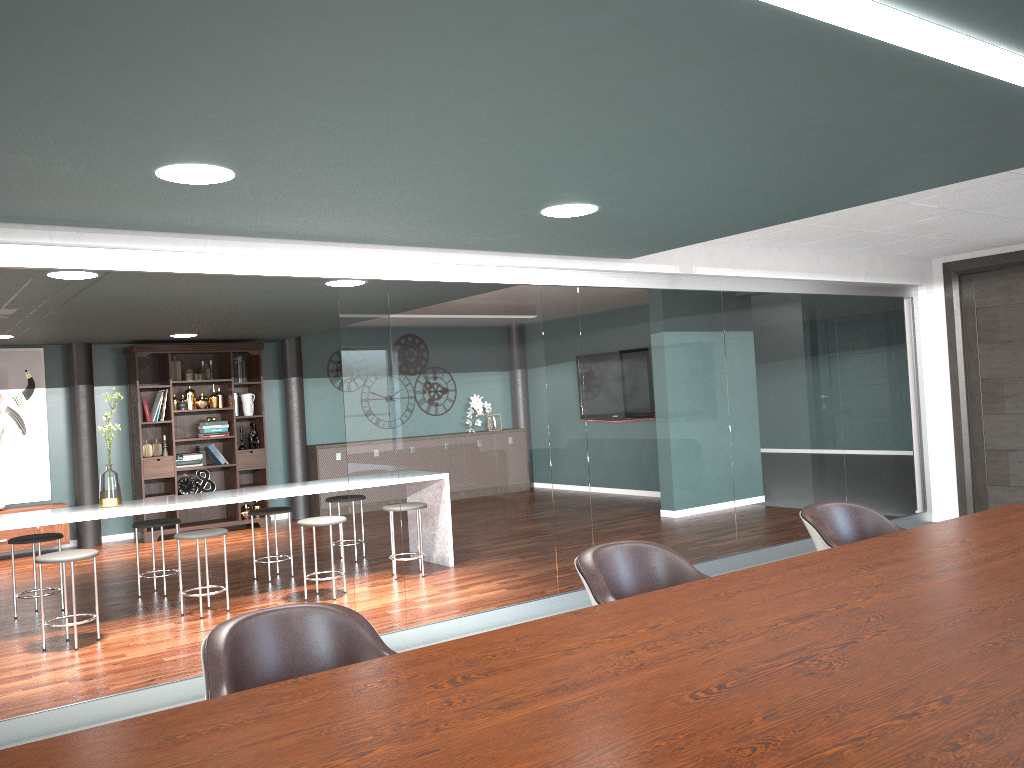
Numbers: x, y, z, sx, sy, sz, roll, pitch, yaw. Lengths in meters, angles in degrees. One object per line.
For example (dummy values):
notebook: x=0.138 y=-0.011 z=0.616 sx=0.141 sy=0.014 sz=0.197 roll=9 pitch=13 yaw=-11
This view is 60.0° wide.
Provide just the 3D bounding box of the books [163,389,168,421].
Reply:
books: x=-3.616 y=0.222 z=9.186 sx=0.062 sy=0.322 sz=0.197 roll=-3 pitch=-1 yaw=-36

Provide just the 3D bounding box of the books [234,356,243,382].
books: x=-2.983 y=-0.152 z=9.668 sx=0.027 sy=0.286 sz=0.184 roll=-3 pitch=-1 yaw=-36

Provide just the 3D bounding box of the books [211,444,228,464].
books: x=-3.150 y=0.747 z=9.481 sx=0.166 sy=0.228 sz=0.205 roll=-3 pitch=-1 yaw=-36

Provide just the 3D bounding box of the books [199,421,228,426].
books: x=-3.196 y=0.423 z=9.494 sx=0.248 sy=0.042 sz=0.194 roll=-3 pitch=-1 yaw=-36

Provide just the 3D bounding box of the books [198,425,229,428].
books: x=-3.196 y=0.452 z=9.485 sx=0.268 sy=0.016 sz=0.205 roll=-3 pitch=-1 yaw=-36

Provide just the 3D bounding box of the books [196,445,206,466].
books: x=-3.313 y=0.762 z=9.446 sx=0.063 sy=0.214 sz=0.139 roll=-3 pitch=-1 yaw=-36

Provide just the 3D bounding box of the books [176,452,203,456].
books: x=-3.409 y=0.735 z=9.292 sx=0.268 sy=0.016 sz=0.205 roll=-3 pitch=-1 yaw=-36

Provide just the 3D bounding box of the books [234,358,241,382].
books: x=-3.001 y=-0.142 z=9.654 sx=0.016 sy=0.268 sz=0.205 roll=-3 pitch=-1 yaw=-36

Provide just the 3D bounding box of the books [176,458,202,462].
books: x=-3.416 y=0.794 z=9.284 sx=0.268 sy=0.016 sz=0.205 roll=-3 pitch=-1 yaw=-36

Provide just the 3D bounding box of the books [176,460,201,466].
books: x=-3.414 y=0.823 z=9.283 sx=0.248 sy=0.042 sz=0.194 roll=-3 pitch=-1 yaw=-36

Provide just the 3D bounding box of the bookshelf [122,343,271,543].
bookshelf: x=-3.317 y=0.583 z=9.411 sx=1.339 sy=1.984 sz=0.482 roll=-3 pitch=-1 yaw=-36

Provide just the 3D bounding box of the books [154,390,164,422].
books: x=-3.655 y=0.227 z=9.163 sx=0.090 sy=0.316 sz=0.197 roll=-3 pitch=-1 yaw=-36

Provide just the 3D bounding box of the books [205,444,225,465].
books: x=-3.177 y=0.750 z=9.461 sx=0.176 sy=0.227 sz=0.194 roll=-3 pitch=-1 yaw=-36

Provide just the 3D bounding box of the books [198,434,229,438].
books: x=-3.191 y=0.555 z=9.490 sx=0.268 sy=0.016 sz=0.205 roll=-3 pitch=-1 yaw=-36

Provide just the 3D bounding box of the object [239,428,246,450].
object: x=-2.932 y=0.597 z=9.624 sx=0.077 sy=0.228 sz=0.077 roll=-4 pitch=-1 yaw=37

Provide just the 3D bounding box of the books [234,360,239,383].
books: x=-3.025 y=-0.130 z=9.636 sx=0.042 sy=0.248 sz=0.194 roll=-3 pitch=-1 yaw=-36

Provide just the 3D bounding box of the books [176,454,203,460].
books: x=-3.398 y=0.764 z=9.298 sx=0.248 sy=0.042 sz=0.194 roll=-3 pitch=-1 yaw=-36

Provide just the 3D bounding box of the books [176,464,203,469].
books: x=-3.410 y=0.859 z=9.285 sx=0.286 sy=0.027 sz=0.184 roll=-3 pitch=-1 yaw=-36

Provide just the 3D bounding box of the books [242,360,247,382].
books: x=-2.952 y=-0.133 z=9.688 sx=0.042 sy=0.248 sz=0.194 roll=-3 pitch=-1 yaw=-36

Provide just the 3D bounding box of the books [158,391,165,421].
books: x=-3.638 y=0.229 z=9.175 sx=0.063 sy=0.309 sz=0.210 roll=-3 pitch=-1 yaw=-36

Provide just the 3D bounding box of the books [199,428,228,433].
books: x=-3.194 y=0.497 z=9.491 sx=0.248 sy=0.042 sz=0.194 roll=-3 pitch=-1 yaw=-36

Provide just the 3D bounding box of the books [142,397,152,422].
books: x=-3.765 y=0.265 z=9.085 sx=0.084 sy=0.252 sz=0.194 roll=-3 pitch=-1 yaw=-36

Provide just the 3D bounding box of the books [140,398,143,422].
books: x=-3.816 y=0.269 z=9.048 sx=0.042 sy=0.248 sz=0.194 roll=-3 pitch=-1 yaw=-36

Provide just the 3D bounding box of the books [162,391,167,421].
books: x=-3.625 y=0.228 z=9.183 sx=0.063 sy=0.309 sz=0.210 roll=-3 pitch=-1 yaw=-36

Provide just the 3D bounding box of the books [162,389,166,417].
books: x=-3.629 y=0.222 z=9.178 sx=0.062 sy=0.322 sz=0.197 roll=-3 pitch=-1 yaw=-36

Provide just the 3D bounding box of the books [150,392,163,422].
books: x=-3.677 y=0.237 z=9.153 sx=0.115 sy=0.296 sz=0.210 roll=-3 pitch=-1 yaw=-36

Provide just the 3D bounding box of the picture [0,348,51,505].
picture: x=-5.031 y=0.416 z=8.529 sx=1.002 sy=1.512 sz=0.031 roll=-3 pitch=-1 yaw=-36

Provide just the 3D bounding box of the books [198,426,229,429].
books: x=-3.196 y=0.468 z=9.492 sx=0.268 sy=0.016 sz=0.205 roll=-3 pitch=-1 yaw=-36

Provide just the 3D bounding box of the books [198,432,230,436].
books: x=-3.190 y=0.533 z=9.493 sx=0.286 sy=0.027 sz=0.184 roll=-3 pitch=-1 yaw=-36

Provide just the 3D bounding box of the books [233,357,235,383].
books: x=-3.055 y=-0.148 z=9.616 sx=0.027 sy=0.286 sz=0.184 roll=-3 pitch=-1 yaw=-36
